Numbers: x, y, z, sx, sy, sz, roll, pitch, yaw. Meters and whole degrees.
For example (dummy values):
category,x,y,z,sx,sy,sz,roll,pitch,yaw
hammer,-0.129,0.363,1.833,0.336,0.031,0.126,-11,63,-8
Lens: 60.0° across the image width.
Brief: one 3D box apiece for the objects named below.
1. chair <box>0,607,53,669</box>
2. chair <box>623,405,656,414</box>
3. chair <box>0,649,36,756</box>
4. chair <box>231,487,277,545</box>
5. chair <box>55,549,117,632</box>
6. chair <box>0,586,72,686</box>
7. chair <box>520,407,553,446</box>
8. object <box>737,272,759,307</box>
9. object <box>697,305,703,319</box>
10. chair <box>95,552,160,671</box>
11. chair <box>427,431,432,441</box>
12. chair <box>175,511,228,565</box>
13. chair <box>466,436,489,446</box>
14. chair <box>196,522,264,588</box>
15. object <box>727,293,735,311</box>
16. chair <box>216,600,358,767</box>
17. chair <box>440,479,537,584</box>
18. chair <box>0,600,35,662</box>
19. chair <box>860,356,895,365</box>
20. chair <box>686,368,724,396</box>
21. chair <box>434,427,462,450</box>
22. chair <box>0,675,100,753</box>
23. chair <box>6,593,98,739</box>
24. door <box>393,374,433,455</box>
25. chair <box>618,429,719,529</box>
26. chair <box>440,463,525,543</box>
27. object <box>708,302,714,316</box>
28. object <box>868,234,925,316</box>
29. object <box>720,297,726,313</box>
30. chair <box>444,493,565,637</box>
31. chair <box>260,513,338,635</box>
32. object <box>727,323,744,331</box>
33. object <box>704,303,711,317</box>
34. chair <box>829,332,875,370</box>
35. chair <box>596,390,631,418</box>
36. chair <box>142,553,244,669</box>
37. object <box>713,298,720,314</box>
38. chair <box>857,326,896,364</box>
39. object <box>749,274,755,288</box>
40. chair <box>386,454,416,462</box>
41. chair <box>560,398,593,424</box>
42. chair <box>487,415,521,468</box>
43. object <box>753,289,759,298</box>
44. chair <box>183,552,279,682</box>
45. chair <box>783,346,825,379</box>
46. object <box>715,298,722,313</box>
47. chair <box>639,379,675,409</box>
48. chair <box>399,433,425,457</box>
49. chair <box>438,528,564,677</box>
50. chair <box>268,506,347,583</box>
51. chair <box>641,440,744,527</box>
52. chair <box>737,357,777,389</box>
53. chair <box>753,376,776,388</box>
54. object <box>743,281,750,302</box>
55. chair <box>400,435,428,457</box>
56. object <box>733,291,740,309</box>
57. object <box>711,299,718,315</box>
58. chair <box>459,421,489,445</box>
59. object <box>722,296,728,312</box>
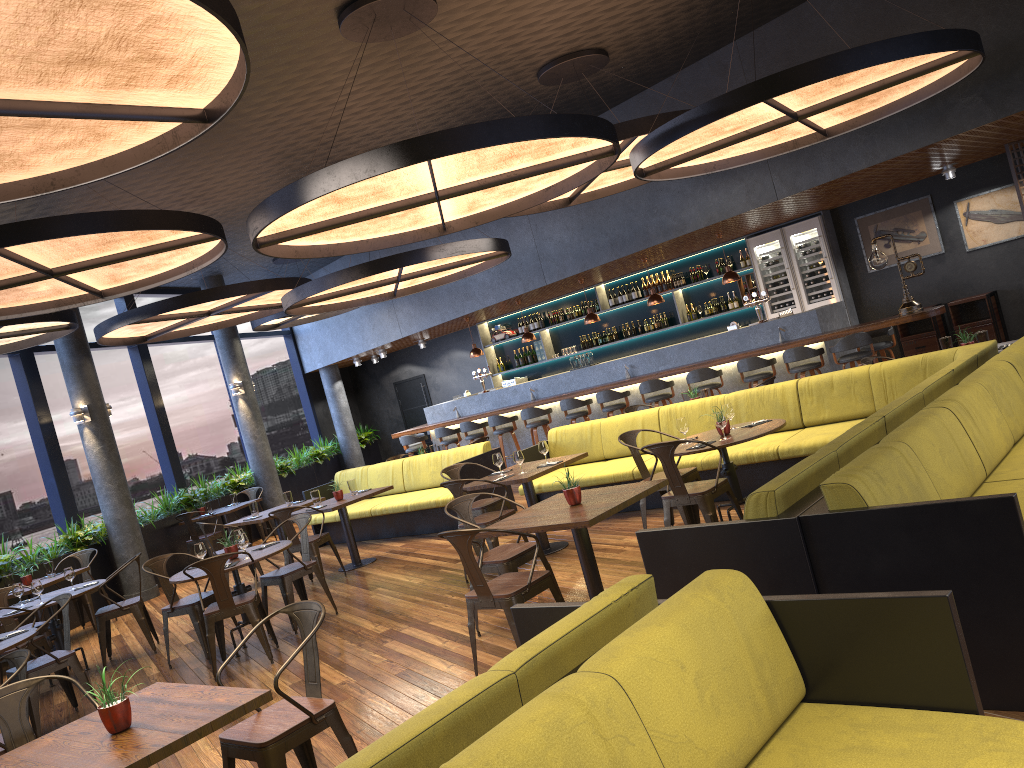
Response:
category,x,y,z,sx,sy,sz,roll,pitch,yaw
chair,-4.299,2.303,7.599,0.504,0.917,0.541,-15,1,14
chair,1.629,0.653,9.917,0.541,0.917,0.504,-14,1,41
chair,-2.677,1.919,4.593,0.504,0.917,0.541,-14,1,41
chair,-4.116,2.132,14.058,0.504,0.917,0.541,-15,1,6
chair,-5.088,2.463,10.487,0.504,0.917,0.541,-15,1,5
chair,-4.681,2.390,8.470,0.541,0.917,0.504,-15,1,32
chair,0.456,0.838,13.437,0.438,1.048,0.483,-16,1,-29
object,3.688,-1.464,13.691,0.300,0.475,0.161,-14,1,41
object,3.032,-1.157,14.282,0.097,0.206,0.097,-15,1,10
chair,-3.649,2.113,8.344,0.541,0.917,0.504,-16,1,-19
chair,-1.293,1.248,16.833,0.438,1.048,0.483,-15,1,12
chair,-4.446,2.246,12.775,0.504,0.917,0.541,-15,1,16
chair,-0.463,1.187,11.676,0.541,0.917,0.504,-14,1,41
chair,-3.303,1.981,10.391,0.541,0.917,0.504,-16,1,-30
object,3.439,-1.301,13.979,0.079,0.281,0.079,-15,1,15
chair,-0.972,1.472,3.834,0.504,0.917,0.541,-14,1,41
chair,-0.231,1.200,7.612,0.504,0.917,0.541,-14,1,41
chair,-5.426,2.578,9.203,0.504,0.917,0.541,-15,1,26
chair,3.592,0.155,8.134,0.541,0.917,0.504,-14,1,41
chair,2.612,0.287,11.661,0.438,1.048,0.483,-16,1,-35
chair,-0.945,1.192,14.834,0.483,1.048,0.438,-15,1,12
chair,-1.956,1.740,3.764,0.541,0.917,0.504,-14,1,41
chair,-3.460,2.094,6.608,0.504,0.917,0.541,-14,1,41
door,-1.964,0.865,19.219,1.012,2.056,0.137,-14,1,41
chair,1.259,0.802,7.307,0.541,0.917,0.504,-14,1,41
chair,-0.308,1.203,8.591,0.541,0.917,0.504,-14,1,41
object,3.198,-1.210,14.242,0.088,0.224,0.088,-14,1,36
object,4.406,-1.257,10.108,0.566,0.944,0.263,-14,1,34
object,3.328,-1.257,14.028,0.063,0.254,0.063,-15,1,4
chair,-0.072,1.187,6.017,0.541,0.917,0.504,-14,1,41
chair,-1.924,1.656,7.789,0.504,0.917,0.541,-14,1,41
object,3.594,-0.713,14.009,0.310,0.492,0.204,-14,1,41
object,3.118,-1.187,14.170,0.088,0.224,0.088,-15,1,11
chair,4.033,-0.073,10.318,0.483,1.048,0.438,-14,1,33
chair,1.520,0.566,12.561,0.438,1.048,0.483,-16,1,-20
chair,-2.744,1.882,7.562,0.541,0.917,0.504,-15,1,23
object,3.252,-1.238,14.131,0.063,0.254,0.063,-16,1,-21
chair,4.494,-0.207,10.811,0.483,1.048,0.438,-15,1,12
object,3.714,-1.585,13.643,0.097,0.206,0.097,-15,1,-9
chair,-1.386,1.422,12.506,0.541,0.917,0.504,-14,1,41
chair,1.055,0.683,13.052,0.483,1.048,0.438,-15,1,12
chair,-0.050,0.965,13.945,0.438,1.048,0.483,-16,1,-20
object,3.775,-1.359,13.647,0.097,0.206,0.097,-15,1,-9
chair,-2.169,1.739,6.870,0.504,0.917,0.541,-15,1,-10
chair,3.596,0.038,10.697,0.438,1.048,0.483,-16,1,-20
object,3.298,-1.252,14.199,0.063,0.254,0.063,-15,1,4
chair,2.082,0.422,12.109,0.483,1.048,0.438,-15,1,1
chair,-1.724,1.375,16.317,0.483,1.048,0.438,-16,1,-20
chair,-0.038,1.196,5.067,0.504,0.917,0.541,-14,1,41
chair,-2.178,1.695,9.350,0.504,0.917,0.541,-15,1,18
chair,1.316,0.803,6.426,0.504,0.917,0.541,-14,1,41
chair,3.183,0.142,11.155,0.483,1.048,0.438,-15,1,12
chair,2.539,0.422,9.099,0.541,0.917,0.504,-14,1,41
object,3.648,-1.407,13.740,0.091,0.369,0.092,-15,1,10
chair,-1.575,1.353,15.341,0.483,1.048,0.438,-15,1,12
object,3.507,-1.319,13.917,0.079,0.281,0.079,-14,1,35
object,3.205,-1.224,14.066,0.063,0.254,0.063,-14,1,44
chair,-0.501,1.078,14.451,0.483,1.048,0.438,-15,1,12
object,3.374,-1.270,14.097,0.063,0.254,0.063,-16,1,-41
